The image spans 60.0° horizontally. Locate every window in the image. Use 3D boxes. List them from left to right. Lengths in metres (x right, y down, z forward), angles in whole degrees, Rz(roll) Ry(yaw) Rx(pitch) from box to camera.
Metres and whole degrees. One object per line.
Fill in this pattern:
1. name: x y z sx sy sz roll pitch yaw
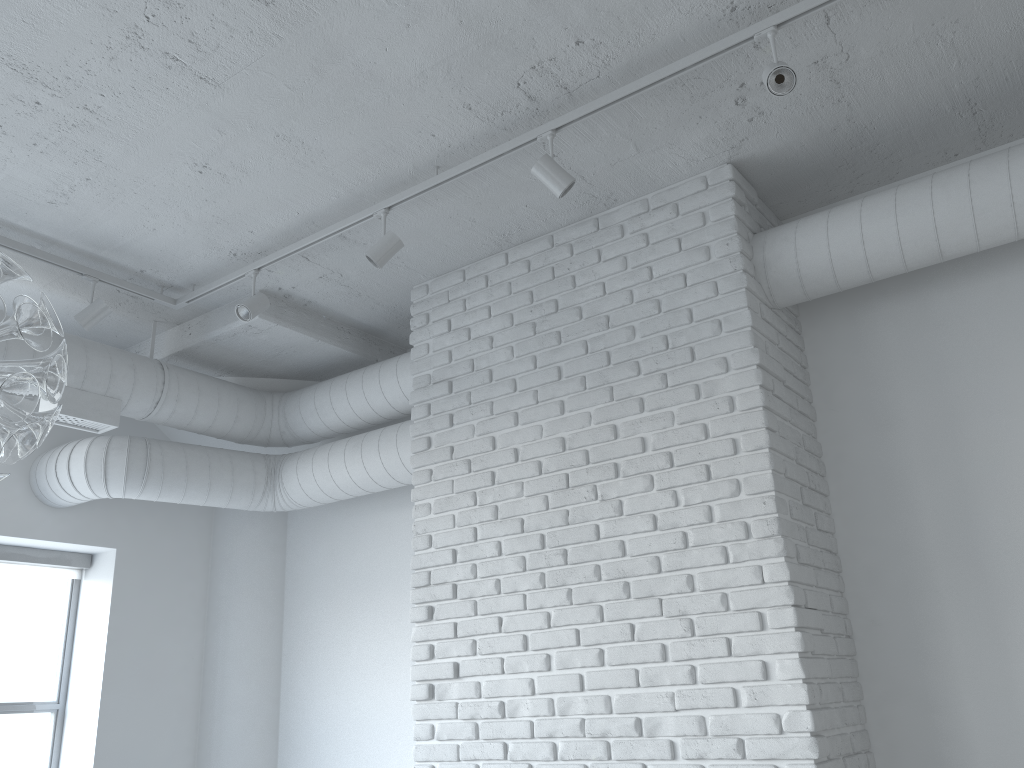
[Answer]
1. window: -3.718 0.766 3.049 0.107 2.340 4.566 -16 -24 33

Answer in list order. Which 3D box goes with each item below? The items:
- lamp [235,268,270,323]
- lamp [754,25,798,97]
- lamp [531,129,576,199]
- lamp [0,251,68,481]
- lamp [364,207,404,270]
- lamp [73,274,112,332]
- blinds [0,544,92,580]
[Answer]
1. lamp: -1.141 -0.397 3.902 0.095 0.285 0.154 -15 -23 31
2. lamp: 0.772 -0.951 2.606 0.093 0.285 0.154 -7 -20 13
3. lamp: 0.136 -0.766 3.040 0.154 0.285 0.097 2 -20 -13
4. lamp: -1.185 -0.505 1.875 0.552 1.546 0.552 -11 -21 21
5. lamp: -0.498 -0.582 3.469 0.154 0.285 0.090 -4 -20 3
6. lamp: -1.834 -0.366 3.899 0.154 0.285 0.087 -1 -20 -5
7. blinds: -2.604 0.892 4.522 0.086 0.130 0.903 -16 -24 33
